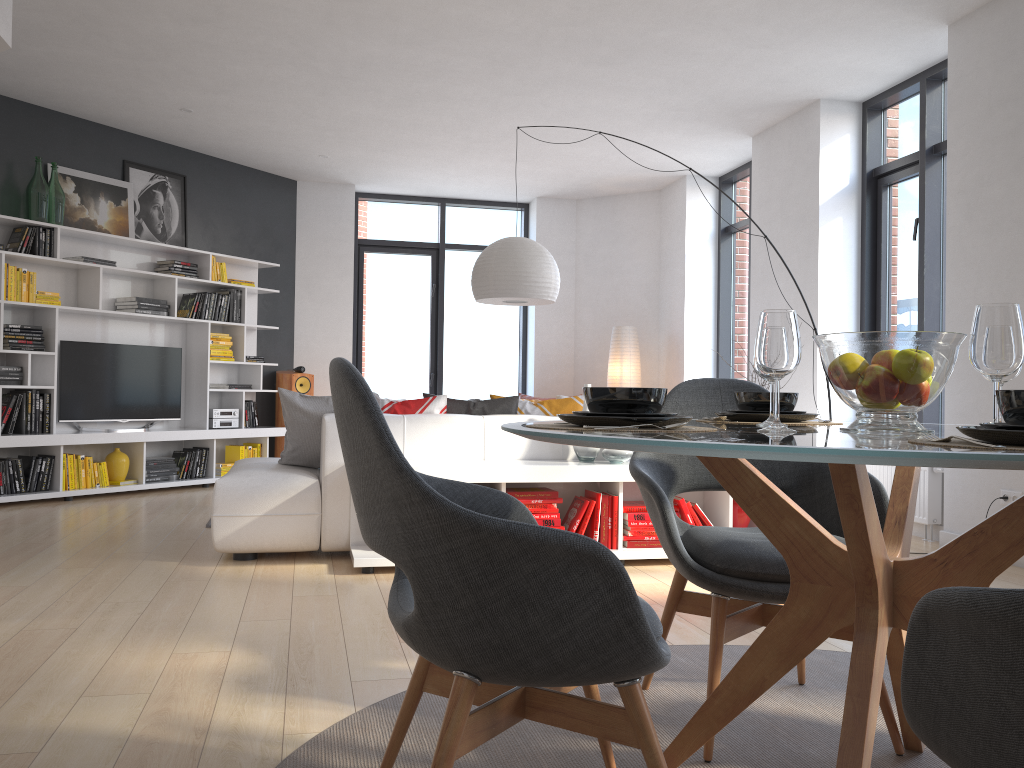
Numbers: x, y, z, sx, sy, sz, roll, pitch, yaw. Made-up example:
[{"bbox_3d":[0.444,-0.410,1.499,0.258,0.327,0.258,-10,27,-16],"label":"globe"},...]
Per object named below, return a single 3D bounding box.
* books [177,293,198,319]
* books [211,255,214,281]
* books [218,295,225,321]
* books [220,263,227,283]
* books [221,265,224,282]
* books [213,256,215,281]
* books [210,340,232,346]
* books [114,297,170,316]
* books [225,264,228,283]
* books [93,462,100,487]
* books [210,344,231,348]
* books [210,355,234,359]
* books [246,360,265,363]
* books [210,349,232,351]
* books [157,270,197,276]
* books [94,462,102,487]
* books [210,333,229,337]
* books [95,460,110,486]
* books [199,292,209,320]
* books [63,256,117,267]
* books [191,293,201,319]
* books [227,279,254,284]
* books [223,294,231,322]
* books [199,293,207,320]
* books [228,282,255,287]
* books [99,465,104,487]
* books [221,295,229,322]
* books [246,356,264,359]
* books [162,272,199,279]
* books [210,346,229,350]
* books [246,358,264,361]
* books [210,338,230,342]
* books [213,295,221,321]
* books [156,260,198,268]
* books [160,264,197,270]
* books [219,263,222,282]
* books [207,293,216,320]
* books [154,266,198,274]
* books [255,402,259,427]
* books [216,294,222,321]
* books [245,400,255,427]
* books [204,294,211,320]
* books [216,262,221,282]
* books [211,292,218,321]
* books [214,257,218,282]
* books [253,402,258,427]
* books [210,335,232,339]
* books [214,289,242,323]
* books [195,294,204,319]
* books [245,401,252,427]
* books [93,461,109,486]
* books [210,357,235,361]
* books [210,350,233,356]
[{"bbox_3d":[-2.836,-0.677,7.738,0.182,0.234,0.104,0,-1,32],"label":"books"},{"bbox_3d":[-2.708,-1.022,7.859,0.161,0.229,0.041,0,-1,31],"label":"books"},{"bbox_3d":[-2.672,-0.677,7.979,0.179,0.243,0.071,0,-1,31],"label":"books"},{"bbox_3d":[-2.632,-0.997,7.984,0.141,0.184,0.064,0,-1,33],"label":"books"},{"bbox_3d":[-2.633,-0.985,7.956,0.108,0.161,0.046,0,-1,31],"label":"books"},{"bbox_3d":[-2.712,-1.020,7.888,0.163,0.224,0.041,0,-1,30],"label":"books"},{"bbox_3d":[-2.691,-0.371,8.045,0.176,0.033,0.239,0,-1,35],"label":"books"},{"bbox_3d":[-3.083,-0.638,7.404,0.277,0.137,0.343,0,-1,27],"label":"books"},{"bbox_3d":[-2.627,-0.997,8.008,0.142,0.184,0.044,0,-1,33],"label":"books"},{"bbox_3d":[-3.255,0.700,6.863,0.138,0.188,0.056,0,-1,32],"label":"books"},{"bbox_3d":[-2.699,-0.345,8.037,0.171,0.019,0.239,0,-1,32],"label":"books"},{"bbox_3d":[-2.688,-0.246,8.026,0.203,0.024,0.257,0,-1,35],"label":"books"},{"bbox_3d":[-2.450,-0.210,8.312,0.161,0.023,0.213,0,-1,35],"label":"books"},{"bbox_3d":[-2.703,-0.308,8.036,0.189,0.014,0.251,0,-1,35],"label":"books"},{"bbox_3d":[-2.899,-0.954,7.676,0.189,0.020,0.264,0,-1,30],"label":"books"},{"bbox_3d":[-3.238,0.700,6.877,0.134,0.187,0.046,0,-1,32],"label":"books"},{"bbox_3d":[-2.712,-0.445,8.051,0.163,0.023,0.223,0,-1,36],"label":"books"},{"bbox_3d":[-3.212,0.698,6.941,0.149,0.193,0.046,0,-1,33],"label":"books"},{"bbox_3d":[-2.775,-0.685,7.844,0.192,0.254,0.075,0,-1,31],"label":"books"},{"bbox_3d":[-3.324,-0.953,6.977,0.250,0.047,0.310,0,-1,27],"label":"books"},{"bbox_3d":[-2.822,-0.676,7.769,0.187,0.234,0.096,0,-1,32],"label":"books"},{"bbox_3d":[-2.553,-0.940,8.204,0.203,0.024,0.257,0,-1,35],"label":"books"},{"bbox_3d":[-2.645,-0.683,8.047,0.197,0.260,0.066,0,-1,32],"label":"books"},{"bbox_3d":[-2.765,-0.678,7.811,0.172,0.242,0.069,0,-1,33],"label":"books"},{"bbox_3d":[-2.545,-0.915,8.202,0.194,0.028,0.257,0,-1,37],"label":"books"},{"bbox_3d":[-3.217,0.711,6.887,0.113,0.169,0.049,0,-1,31],"label":"books"},{"bbox_3d":[-2.662,-0.679,8.018,0.191,0.249,0.084,0,-1,32],"label":"books"},{"bbox_3d":[-2.464,-0.249,8.323,0.161,0.023,0.213,0,-1,35],"label":"books"},{"bbox_3d":[-2.895,-0.928,7.675,0.214,0.030,0.284,0,-1,35],"label":"books"},{"bbox_3d":[-2.691,-0.325,8.018,0.145,0.023,0.217,0,-1,36],"label":"books"},{"bbox_3d":[-2.453,-0.229,8.313,0.142,0.015,0.198,0,-1,30],"label":"books"},{"bbox_3d":[-2.696,-0.399,8.041,0.227,0.022,0.160,2,-1,-42],"label":"books"},{"bbox_3d":[-2.687,-0.675,7.931,0.172,0.242,0.069,0,-1,33],"label":"books"},{"bbox_3d":[-2.899,-1.034,7.682,0.209,0.030,0.266,1,-1,25],"label":"books"},{"bbox_3d":[-2.888,-1.007,7.678,0.180,0.026,0.246,0,-1,34],"label":"books"},{"bbox_3d":[-2.652,-0.995,7.946,0.128,0.178,0.044,0,-1,32],"label":"books"},{"bbox_3d":[-2.740,-0.682,7.898,0.191,0.249,0.084,0,-1,32],"label":"books"},{"bbox_3d":[-2.913,-0.979,7.689,0.214,0.030,0.284,0,-1,35],"label":"books"},{"bbox_3d":[-2.473,0.289,8.363,0.179,0.233,0.077,0,-1,32],"label":"books"},{"bbox_3d":[-2.697,-0.682,7.964,0.192,0.254,0.075,0,-1,31],"label":"books"},{"bbox_3d":[-2.486,0.278,8.296,0.193,0.255,0.066,0,-1,31],"label":"books"},{"bbox_3d":[-2.755,-0.678,7.864,0.179,0.243,0.068,0,-1,31],"label":"books"},{"bbox_3d":[-2.669,-0.996,7.933,0.132,0.180,0.054,0,-1,32],"label":"books"},{"bbox_3d":[-2.722,-0.686,7.927,0.197,0.260,0.066,0,-1,32],"label":"books"},{"bbox_3d":[-2.703,-1.019,7.918,0.164,0.224,0.054,0,-1,31],"label":"books"},{"bbox_3d":[-2.463,0.284,8.317,0.177,0.242,0.066,0,-1,32],"label":"books"},{"bbox_3d":[-2.689,-0.422,8.047,0.163,0.023,0.223,0,-1,36],"label":"books"},{"bbox_3d":[-2.617,-0.707,8.145,0.259,0.321,0.128,0,-1,32],"label":"books"},{"bbox_3d":[-2.794,-0.676,7.788,0.169,0.233,0.081,0,-1,31],"label":"books"},{"bbox_3d":[-2.492,0.283,8.266,0.169,0.242,0.050,0,-1,31],"label":"books"},{"bbox_3d":[-3.217,0.698,6.916,0.148,0.193,0.067,0,-1,33],"label":"books"},{"bbox_3d":[-2.679,-0.220,8.024,0.194,0.028,0.257,0,-1,37],"label":"books"},{"bbox_3d":[-2.691,-0.279,8.030,0.189,0.042,0.243,0,-1,32],"label":"books"}]
